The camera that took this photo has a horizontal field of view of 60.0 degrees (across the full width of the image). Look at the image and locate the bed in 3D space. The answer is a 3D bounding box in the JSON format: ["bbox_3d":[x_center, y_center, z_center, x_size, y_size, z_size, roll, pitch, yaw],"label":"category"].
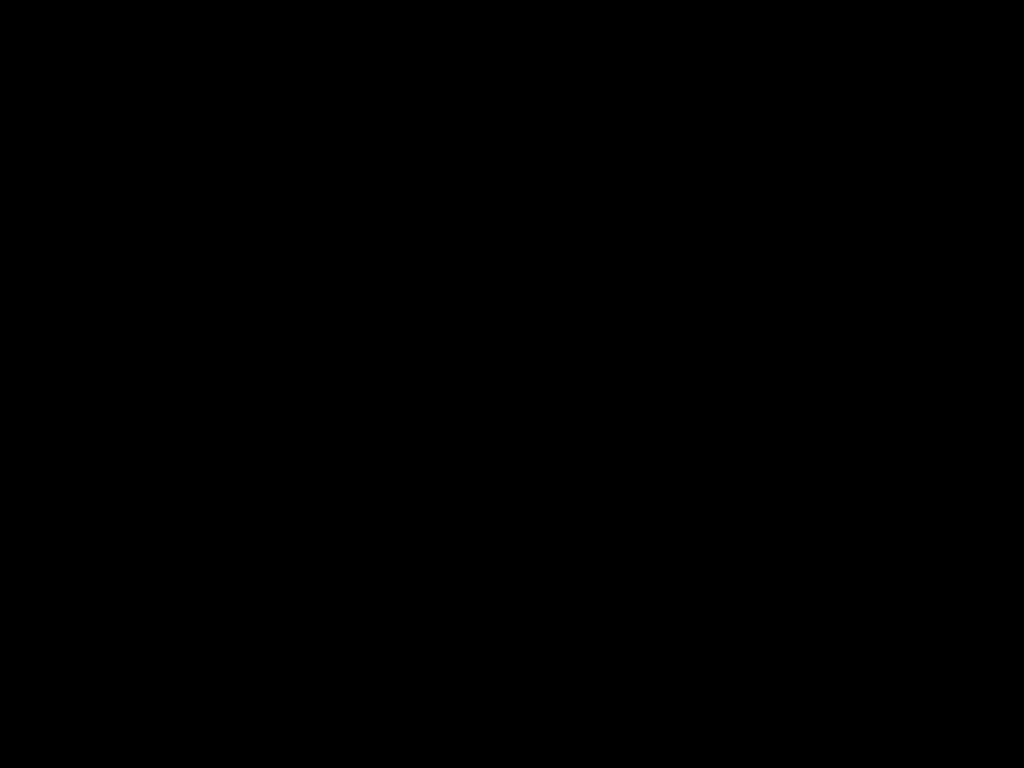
[{"bbox_3d":[-0.317,-0.344,0.413,3.009,0.994,2.087,12,-9,-13],"label":"bed"}]
